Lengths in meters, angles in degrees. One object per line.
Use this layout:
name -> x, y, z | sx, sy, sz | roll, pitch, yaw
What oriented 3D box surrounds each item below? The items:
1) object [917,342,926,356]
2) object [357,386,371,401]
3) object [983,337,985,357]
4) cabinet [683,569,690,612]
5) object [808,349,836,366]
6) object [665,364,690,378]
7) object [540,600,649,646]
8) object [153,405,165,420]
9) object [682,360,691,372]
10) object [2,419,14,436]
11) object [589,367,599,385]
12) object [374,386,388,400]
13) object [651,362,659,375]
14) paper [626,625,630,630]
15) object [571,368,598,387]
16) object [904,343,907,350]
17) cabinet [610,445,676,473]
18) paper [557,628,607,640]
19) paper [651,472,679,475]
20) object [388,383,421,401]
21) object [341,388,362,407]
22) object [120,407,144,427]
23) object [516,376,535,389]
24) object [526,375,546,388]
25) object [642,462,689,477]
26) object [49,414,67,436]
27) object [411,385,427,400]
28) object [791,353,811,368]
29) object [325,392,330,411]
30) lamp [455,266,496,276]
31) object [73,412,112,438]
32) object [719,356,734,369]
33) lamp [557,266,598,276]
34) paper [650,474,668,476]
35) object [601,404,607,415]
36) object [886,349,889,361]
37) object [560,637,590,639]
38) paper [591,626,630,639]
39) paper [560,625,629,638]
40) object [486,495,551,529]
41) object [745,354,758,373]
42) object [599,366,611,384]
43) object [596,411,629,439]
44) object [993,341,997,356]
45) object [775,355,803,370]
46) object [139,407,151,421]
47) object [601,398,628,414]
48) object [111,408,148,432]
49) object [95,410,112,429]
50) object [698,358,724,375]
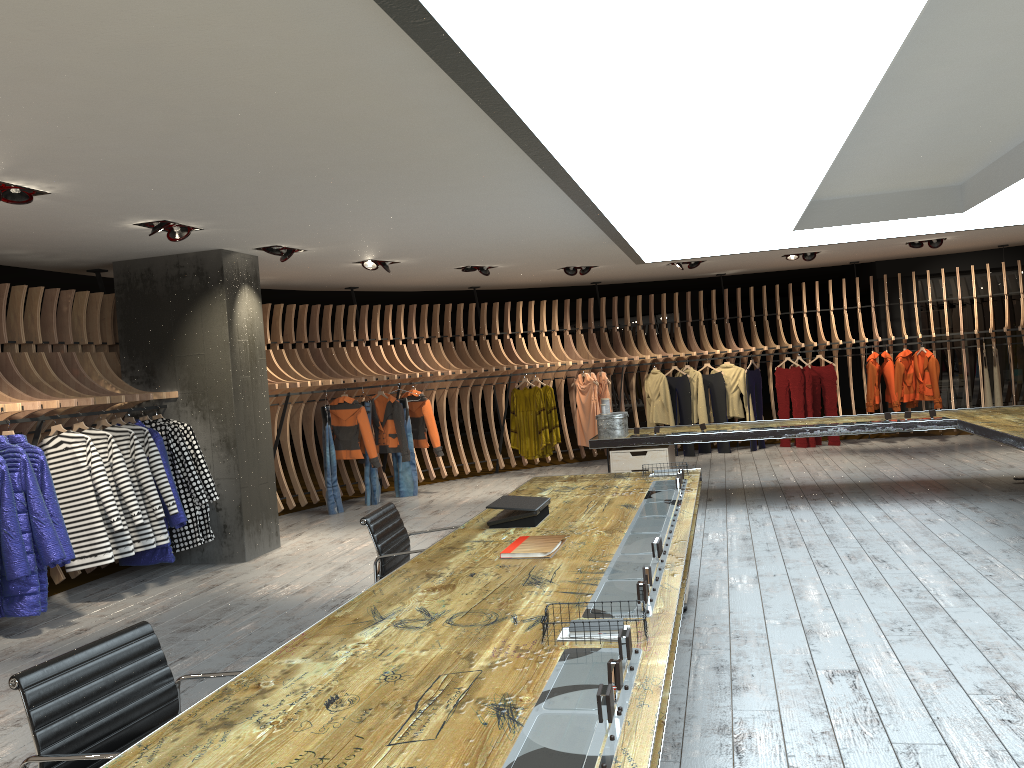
object -> 5.982, -0.485, 12.925 | 0.012, 0.270, 0.525 | -4, 1, -7
object -> -1.822, 0.148, 10.872 | 0.023, 0.243, 0.549 | -4, 1, 10
object -> 6.689, -0.530, 12.559 | 0.012, 0.270, 0.525 | -4, 1, 28
cabinet -> 0.535, 1.075, 5.665 | 1.131, 0.630, 0.594 | -4, 1, 13
object -> 4.622, -0.387, 13.336 | 0.012, 0.270, 0.525 | -5, 1, -37
object -> 2.460, -0.219, 13.384 | 0.012, 0.270, 0.525 | -5, 1, -42
object -> 0.240, 0.690, 2.560 | 0.302, 0.071, 0.209 | -4, 1, 8
object -> -3.096, 0.343, 7.814 | 0.517, 0.313, 0.012 | -4, 0, 13
object -> 2.655, -0.234, 13.418 | 0.012, 0.270, 0.525 | -5, 1, -32
object -> -3.507, 0.377, 6.177 | 0.525, 0.270, 0.012 | -4, 0, 13
object -> 1.165, -0.114, 13.075 | 0.012, 0.270, 0.525 | -4, 1, -17
object -> -1.638, 0.143, 11.103 | 0.525, 0.270, 0.012 | -4, 0, 33
object -> 2.155, -0.194, 13.337 | 0.012, 0.270, 0.525 | -4, 1, -22
paper -> 0.240, 0.714, 2.561 | 0.176, 0.004, 0.130 | -4, 1, 20
object -> 1.054, -0.105, 13.033 | 0.012, 0.270, 0.525 | -5, 1, -42
object -> 5.771, -0.470, 13.011 | 0.012, 0.270, 0.525 | -4, 1, 43
cabinet -> 1.390, 0.940, 9.266 | 0.593, 0.630, 1.132 | -4, 1, 13
paper -> 0.226, 0.718, 2.560 | 0.176, 0.003, 0.130 | -4, 1, 12
paper -> 1.011, 0.591, 5.850 | 0.176, 0.004, 0.130 | -4, 1, 20
object -> -1.446, 0.110, 11.330 | 0.549, 0.243, 0.023 | -5, 0, -10
object -> -2.007, 0.178, 10.639 | 0.525, 0.270, 0.012 | -4, 0, 28
object -> -3.229, 0.331, 7.488 | 0.525, 0.270, 0.012 | -4, 0, 13
object -> 0.189, -0.027, 12.620 | 0.525, 0.270, 0.012 | -4, 1, 43
object -> 0.346, -0.041, 12.713 | 0.525, 0.270, 0.012 | -4, 1, 43
object -> 1.011, 0.569, 5.849 | 0.302, 0.074, 0.217 | -4, 1, 8
object -> -3.372, 0.378, 6.622 | 0.517, 0.313, 0.012 | -4, 0, 13
object -> -1.278, 0.105, 11.507 | 0.525, 0.270, 0.012 | -4, 1, 43
object -> 4.338, -0.366, 13.385 | 0.012, 0.270, 0.525 | -4, 1, -17
object -> -2.167, 0.184, 10.374 | 0.023, 0.243, 0.549 | -4, 1, -5
lamp -> -0.439, -1.452, 10.784 | 0.493, 0.293, 0.269 | -5, 1, -44
object -> -3.318, 0.370, 6.851 | 0.517, 0.313, 0.012 | -4, 0, 13
object -> 3.268, -0.285, 13.456 | 0.525, 0.270, 0.012 | -4, 1, 38
lamp -> 0.868, -1.568, 11.683 | 0.493, 0.297, 0.269 | -5, 1, -27
paper -> 0.997, 0.596, 5.849 | 0.176, 0.003, 0.130 | -4, 1, 12
object -> 0.929, 0.261, 9.020 | 0.062, 0.109, 0.062 | -5, 0, -21
object -> 5.539, -0.454, 13.110 | 0.012, 0.270, 0.525 | -4, 1, 18
object -> 0.240, 0.716, 2.561 | 0.176, 0.004, 0.130 | -4, 1, 18
paper -> 0.240, 0.716, 2.561 | 0.176, 0.004, 0.130 | -4, 1, 22
paper -> 0.240, 0.713, 2.561 | 0.176, 0.004, 0.130 | -4, 1, 20
object -> 0.039, 0.644, 4.514 | 0.261, 0.111, 0.373 | -4, 1, 13
object -> 3.645, -0.316, 13.449 | 0.012, 0.270, 0.525 | -4, 1, 38
object -> 1.324, -0.128, 13.114 | 0.012, 0.270, 0.525 | -4, 1, -22
object -> 1.039, 0.424, 9.142 | 0.303, 0.239, 0.498 | -4, 1, 14
object -> 6.811, -0.539, 12.512 | 0.012, 0.270, 0.525 | -4, 1, 33
object -> 4.174, -0.354, 13.410 | 0.012, 0.270, 0.525 | -5, 1, -32
object -> -3.136, 0.351, 7.630 | 0.516, 0.316, 0.012 | -4, 0, 13
object -> 1.049, 0.244, 9.080 | 0.262, 0.204, 0.088 | -4, 0, 12
object -> -3.216, 0.354, 7.280 | 0.517, 0.313, 0.012 | -4, 0, 13
object -> -3.257, 0.360, 7.107 | 0.517, 0.313, 0.012 | -4, 0, 13
object -> 2.960, -0.259, 13.430 | 0.525, 0.270, 0.012 | -4, 1, 38
